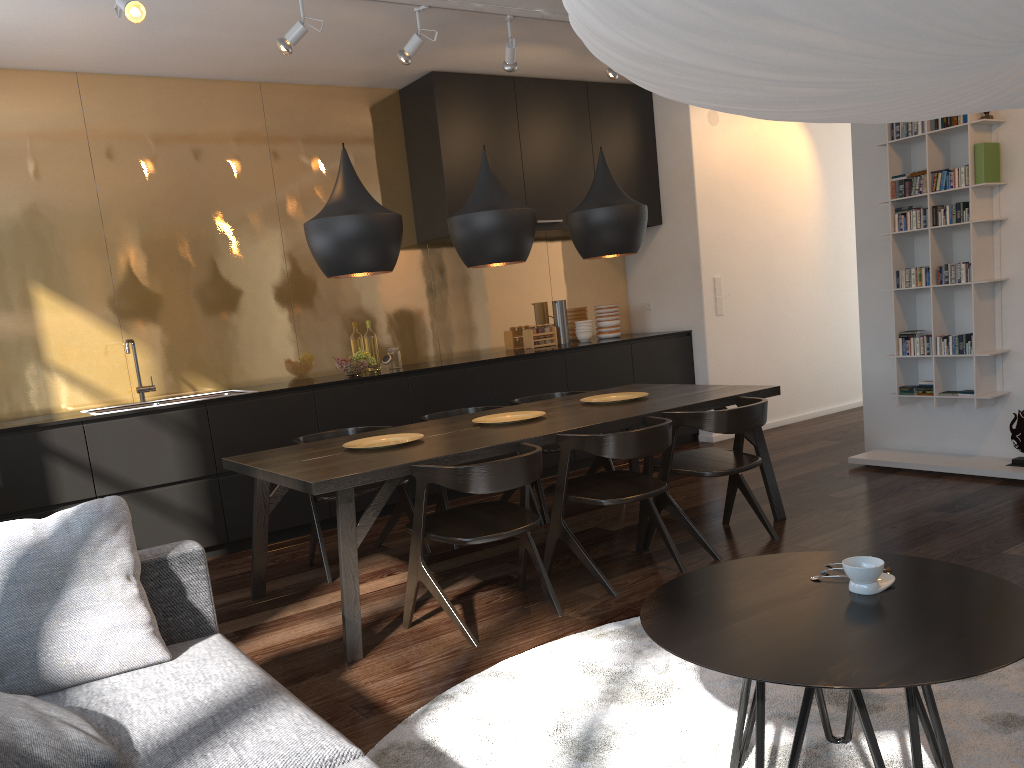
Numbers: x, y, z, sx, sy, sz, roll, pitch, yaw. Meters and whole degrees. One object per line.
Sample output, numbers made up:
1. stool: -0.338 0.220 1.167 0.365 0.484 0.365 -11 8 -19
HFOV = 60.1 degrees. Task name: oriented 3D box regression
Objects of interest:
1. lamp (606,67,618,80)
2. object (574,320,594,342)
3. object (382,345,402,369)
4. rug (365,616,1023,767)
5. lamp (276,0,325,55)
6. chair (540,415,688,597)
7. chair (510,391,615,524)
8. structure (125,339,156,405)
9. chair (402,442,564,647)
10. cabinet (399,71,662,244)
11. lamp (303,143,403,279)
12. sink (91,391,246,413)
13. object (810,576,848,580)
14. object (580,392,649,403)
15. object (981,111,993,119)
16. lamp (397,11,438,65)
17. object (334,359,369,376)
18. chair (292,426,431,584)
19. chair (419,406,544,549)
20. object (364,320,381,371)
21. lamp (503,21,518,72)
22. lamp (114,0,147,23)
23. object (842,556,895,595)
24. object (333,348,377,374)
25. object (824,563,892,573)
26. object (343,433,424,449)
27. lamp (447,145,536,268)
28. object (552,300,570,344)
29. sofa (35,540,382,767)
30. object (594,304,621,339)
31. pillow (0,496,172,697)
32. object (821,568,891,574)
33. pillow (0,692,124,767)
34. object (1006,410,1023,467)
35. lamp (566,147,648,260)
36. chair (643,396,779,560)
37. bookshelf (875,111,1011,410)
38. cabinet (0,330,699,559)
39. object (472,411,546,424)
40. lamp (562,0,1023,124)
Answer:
1. lamp: 0.684 -1.979 5.338 0.251 0.242 0.084 -3 9 27
2. object: 0.574 -0.420 7.010 0.157 0.162 0.153 -7 7 -5
3. object: -0.809 -0.179 5.980 0.088 0.153 0.175 -1 8 33
4. rug: 0.915 0.950 2.004 2.839 0.012 2.810 -3 6 36
5. lamp: -1.007 -1.702 4.204 0.251 0.241 0.084 -5 9 7
6. chair: 0.443 0.509 3.847 0.589 0.678 0.518 -11 9 -33
7. chair: 0.287 0.409 5.223 0.589 0.678 0.518 -11 9 -34
8. structure: -2.149 -0.070 5.132 0.109 0.389 0.264 -9 8 -18
9. chair: -0.114 0.601 3.470 0.589 0.678 0.518 -11 9 -35
10. cabinet: 0.207 -1.654 6.572 1.942 1.061 0.530 -10 9 -33
11. lamp: -0.673 -0.731 3.710 0.411 0.547 0.407 -6 7 0
12. sink: -0.952 -0.089 5.756 3.391 0.246 0.481 -10 7 -35
13. object: 0.789 0.470 2.146 0.124 0.010 0.025 -4 6 22
14. object: 0.533 0.075 4.606 0.354 0.017 0.354 -9 6 -30
15. object: 2.545 -1.479 4.739 0.064 0.141 0.045 -14 11 -42
16. lamp: -0.486 -1.787 4.560 0.251 0.242 0.084 -3 9 22
17. object: -1.014 -0.099 5.624 0.219 0.098 0.216 -5 6 14
18. chair: -0.811 0.586 4.528 0.589 0.678 0.518 -12 9 -37
19. chair: -0.212 0.491 4.892 0.589 0.678 0.518 -11 9 -35
20. object: -0.965 -0.265 6.060 0.092 0.343 0.091 -2 9 23
21. lamp: 0.063 -1.132 5.780 0.089 1.866 1.816 -6 7 0
22. lamp: -1.603 -1.588 3.638 0.250 0.242 0.084 0 11 43
23. object: 0.837 0.442 2.058 0.138 0.070 0.091 -8 7 -22
24. object: -1.001 -0.138 5.612 0.178 0.175 0.237 0 9 41
25. object: 0.862 0.455 2.206 0.168 0.015 0.014 -2 8 43
26. object: -0.562 0.255 3.879 0.354 0.017 0.354 -9 6 -30
27. lamp: -0.100 -0.825 4.090 0.411 0.547 0.406 -1 9 32
28. object: 0.396 -0.487 6.952 0.163 0.343 0.114 -11 10 -30
29. sofa: -0.057 0.775 1.355 2.026 0.678 3.059 -10 6 -34
30. object: 0.770 -0.502 7.109 0.198 0.267 0.196 -2 9 30
31. pillow: -1.134 0.525 2.133 0.490 0.419 0.285 -11 9 -34
32. object: 0.841 0.460 2.170 0.164 0.016 0.025 -3 7 31
33. pillow: -1.013 0.600 1.586 0.492 0.324 0.440 -1 8 38
34. object: 2.820 0.273 4.826 0.120 0.354 0.212 -12 10 -33
35. lamp: 0.473 -0.919 4.470 0.411 0.547 0.406 -4 8 14
36. chair: 0.945 0.426 4.180 0.589 0.678 0.518 -11 9 -35
37. bookshelf: 2.451 -0.904 5.057 0.225 2.097 0.637 -12 10 -34
38. cabinet: -0.817 0.361 5.936 5.030 0.910 0.730 -9 8 -33
39. object: -0.015 0.165 4.242 0.356 0.017 0.352 -2 6 37
40. lamp: 0.806 -0.538 1.167 1.470 0.212 1.456 -6 5 3
